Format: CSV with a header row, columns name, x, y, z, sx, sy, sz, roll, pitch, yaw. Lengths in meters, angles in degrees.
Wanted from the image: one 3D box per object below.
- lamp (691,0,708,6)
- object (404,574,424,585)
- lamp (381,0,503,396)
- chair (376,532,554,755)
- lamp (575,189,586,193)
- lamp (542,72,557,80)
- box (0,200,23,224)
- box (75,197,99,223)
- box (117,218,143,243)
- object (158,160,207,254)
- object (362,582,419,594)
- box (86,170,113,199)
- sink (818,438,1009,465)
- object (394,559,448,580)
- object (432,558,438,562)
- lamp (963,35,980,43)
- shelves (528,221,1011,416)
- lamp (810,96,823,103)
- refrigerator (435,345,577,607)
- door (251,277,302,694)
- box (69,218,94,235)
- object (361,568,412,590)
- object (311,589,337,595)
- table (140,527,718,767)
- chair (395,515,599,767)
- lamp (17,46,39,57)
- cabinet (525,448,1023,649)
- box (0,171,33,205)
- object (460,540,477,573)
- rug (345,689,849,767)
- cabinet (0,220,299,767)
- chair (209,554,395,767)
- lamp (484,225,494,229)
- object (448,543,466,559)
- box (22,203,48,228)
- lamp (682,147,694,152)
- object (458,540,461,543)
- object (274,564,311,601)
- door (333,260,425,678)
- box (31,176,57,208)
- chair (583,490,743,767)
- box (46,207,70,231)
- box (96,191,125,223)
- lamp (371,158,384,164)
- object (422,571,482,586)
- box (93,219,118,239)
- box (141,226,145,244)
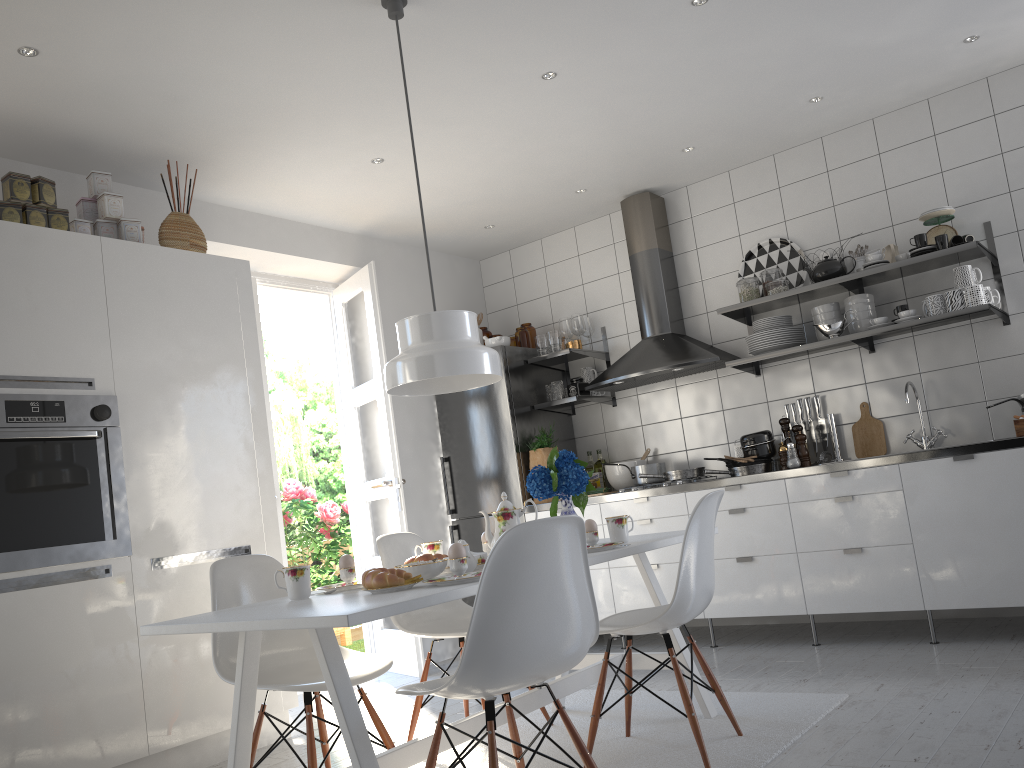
name,x,y,z,sx,sy,sz,roll,pitch,yaw
lamp,0.687,-1.414,3.248,0.064,0.030,0.064,-12,-9,29
object,-0.287,0.526,2.343,0.109,0.036,0.071,-7,-7,-5
lamp,-0.305,-0.644,2.901,0.373,1.318,0.375,-6,-6,-22
chair,-0.202,0.934,3.337,0.544,0.797,0.465,-12,-7,31
lamp,0.393,-1.116,5.082,0.064,0.030,0.064,-12,-9,29
lamp,0.152,-1.282,3.657,0.064,0.030,0.064,-12,-9,29
box,-1.867,-0.614,3.293,0.081,0.110,0.081,-3,-8,-38
box,-1.732,-0.697,3.631,0.081,0.110,0.081,-2,-9,-43
box,-1.560,-0.611,3.617,0.081,0.110,0.081,-3,-8,-38
object,-1.436,-0.740,3.836,0.091,0.450,0.229,-12,-8,37
object,-0.319,0.540,2.350,0.158,0.016,0.158,-9,-8,7
box,-1.696,-0.810,3.648,0.081,0.110,0.081,-2,-9,-43
sink,1.891,0.369,4.153,0.768,0.111,0.487,-14,-10,36
object,-0.266,0.549,2.618,0.158,0.058,0.158,-12,-9,27
object,-0.228,0.521,2.579,0.031,0.032,0.139,-7,-8,-9
lamp,1.998,-1.510,3.856,0.064,0.030,0.064,-12,-9,29
shelves,1.219,-0.296,4.839,2.551,0.510,0.427,-14,-9,37
lamp,1.463,-1.379,4.264,0.064,0.030,0.064,-12,-9,29
refrigerator,0.015,0.715,5.587,0.578,1.793,0.694,-12,-7,37
door,-1.494,0.532,4.700,0.157,2.317,0.602,-12,-7,36
box,-1.730,-0.596,3.553,0.081,0.110,0.081,-13,-8,37
object,-0.338,0.515,2.361,0.124,0.057,0.161,-8,-8,2
object,-0.562,0.610,2.587,0.140,0.011,0.032,-13,-9,33
table,-0.062,0.908,2.779,0.817,0.657,1.826,-13,-9,36
chair,-0.017,0.749,2.199,0.464,0.797,0.545,-3,-8,-39
lamp,-1.631,-1.129,2.984,0.064,0.030,0.064,-12,-9,29
cabinet,1.589,0.841,4.409,3.251,0.792,0.662,-14,-9,37
box,-1.853,-0.723,3.316,0.081,0.110,0.081,-13,-8,37
object,-0.135,0.499,2.546,0.069,0.101,0.065,-13,-8,37
rug,-0.044,1.232,2.712,1.432,0.004,2.310,-14,-10,36
cabinet,-1.657,0.504,3.494,0.515,2.088,1.378,-12,-8,36
chair,-0.651,0.914,2.748,0.544,0.797,0.465,-13,-8,36
lamp,-0.142,-0.984,5.491,0.064,0.030,0.064,-12,-9,29
object,-0.144,0.448,2.329,0.048,0.062,0.048,-14,-9,41
box,-1.811,-0.614,3.350,0.081,0.110,0.081,-13,-8,37
lamp,0.928,-1.247,4.673,0.064,0.030,0.064,-12,-9,29
object,-0.145,0.510,2.612,0.069,0.101,0.065,-13,-8,37
object,-0.609,0.562,2.504,0.091,0.095,0.078,-11,-7,23
door,-0.796,0.499,5.154,0.156,2.317,0.605,-4,-7,-33
box,-1.796,-0.723,3.380,0.081,0.110,0.081,-10,-7,17
chair,0.461,0.769,2.813,0.544,0.797,0.465,-11,-7,26
box,-1.756,-0.612,3.415,0.081,0.110,0.081,-2,-9,-43
box,-1.633,-0.714,3.607,0.081,0.110,0.081,-14,-9,41
lamp,-0.650,-1.085,4.269,0.064,0.030,0.064,-12,-9,29
object,-0.135,0.511,2.322,0.200,0.016,0.202,-2,-10,-38
box,-1.649,-0.602,3.597,0.081,0.110,0.081,-3,-8,-38
box,-1.582,-0.596,3.703,0.081,0.110,0.081,-3,-8,-38
